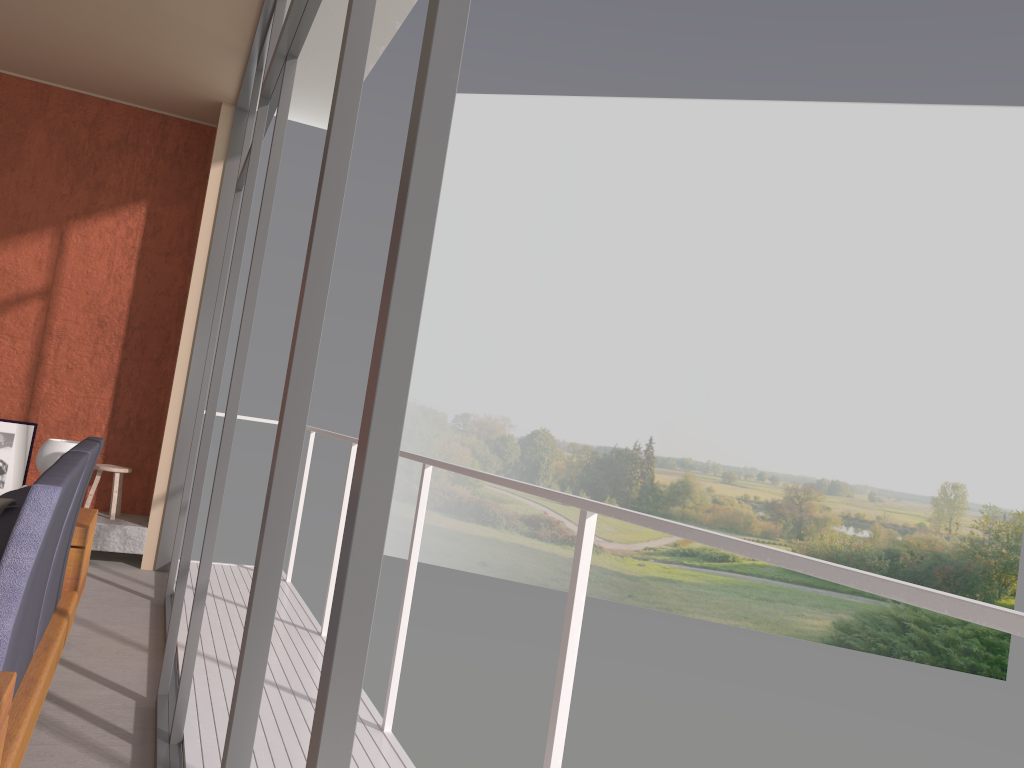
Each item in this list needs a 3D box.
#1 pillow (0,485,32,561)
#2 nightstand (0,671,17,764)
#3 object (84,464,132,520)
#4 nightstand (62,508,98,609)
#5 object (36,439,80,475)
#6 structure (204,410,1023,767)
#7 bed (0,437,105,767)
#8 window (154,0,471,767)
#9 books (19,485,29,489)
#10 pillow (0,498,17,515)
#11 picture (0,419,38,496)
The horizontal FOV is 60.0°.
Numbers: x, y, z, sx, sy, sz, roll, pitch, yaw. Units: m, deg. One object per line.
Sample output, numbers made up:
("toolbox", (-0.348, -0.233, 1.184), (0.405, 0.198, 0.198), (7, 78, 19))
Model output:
("pillow", (-1.567, 0.481, 2.728), (0.205, 0.201, 1.470), (10, -4, -21))
("nightstand", (-1.216, 0.828, 1.441), (0.562, 0.556, 0.628), (10, -4, -21))
("object", (-2.735, 0.736, 6.046), (0.260, 0.349, 0.257), (6, -5, 38))
("nightstand", (-2.191, 0.836, 3.895), (0.562, 0.556, 0.628), (10, -4, -21))
("object", (-1.930, 0.414, 3.804), (0.224, 0.338, 0.224), (9, -4, -10))
("structure", (-0.442, 0.713, 2.491), (0.728, 1.005, 7.689), (10, -4, -21))
("bed", (-2.546, 0.490, 2.354), (2.462, 0.959, 2.017), (10, -4, -21))
("window", (-0.592, -0.324, 2.226), (0.075, 3.133, 6.106), (10, -4, -21))
("books", (-3.069, 0.698, 5.770), (0.247, 0.025, 0.287), (10, -4, -22))
("pillow", (-1.650, 0.439, 2.401), (0.400, 0.265, 0.791), (10, -4, -18))
("picture", (-3.486, 0.505, 5.936), (0.458, 0.550, 0.117), (10, -4, -21))
